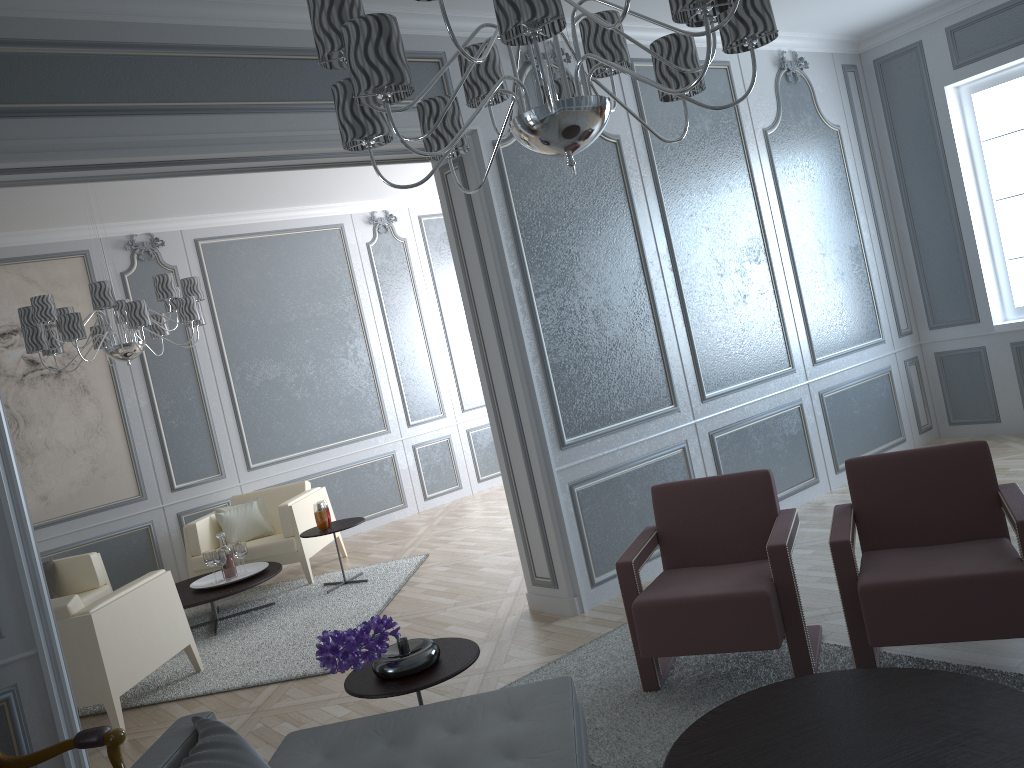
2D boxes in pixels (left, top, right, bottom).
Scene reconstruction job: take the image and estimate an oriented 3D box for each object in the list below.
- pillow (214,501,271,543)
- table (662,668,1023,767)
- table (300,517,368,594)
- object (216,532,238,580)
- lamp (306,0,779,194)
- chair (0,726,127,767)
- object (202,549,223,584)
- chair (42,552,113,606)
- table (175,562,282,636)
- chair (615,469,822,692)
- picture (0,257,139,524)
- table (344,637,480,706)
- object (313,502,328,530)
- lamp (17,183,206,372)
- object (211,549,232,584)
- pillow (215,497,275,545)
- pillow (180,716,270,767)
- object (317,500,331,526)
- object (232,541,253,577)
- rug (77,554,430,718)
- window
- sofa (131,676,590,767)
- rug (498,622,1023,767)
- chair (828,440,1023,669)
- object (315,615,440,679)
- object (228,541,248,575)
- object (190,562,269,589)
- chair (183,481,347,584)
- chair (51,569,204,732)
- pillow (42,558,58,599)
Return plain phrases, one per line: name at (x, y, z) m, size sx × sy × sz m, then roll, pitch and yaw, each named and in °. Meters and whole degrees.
pillow at (-1.886, 0.980, 6.222) m, size 0.312 × 0.245 × 0.163 m, roll -15°, pitch 3°, yaw -43°
table at (0.783, 0.915, 1.923) m, size 0.883 × 0.239 × 0.882 m, roll -13°, pitch 3°, yaw -20°
table at (-1.092, 1.088, 5.608) m, size 0.414 × 0.385 × 0.415 m, roll -12°, pitch 2°, yaw 10°
object at (-1.746, 1.044, 5.405) m, size 0.086 × 0.290 × 0.086 m, roll -13°, pitch 2°, yaw -16°
lamp at (0.007, -1.031, 1.971) m, size 0.975 × 1.119 × 0.978 m, roll -11°, pitch 3°, yaw 41°
chair at (-1.356, 1.071, 2.285) m, size 0.574 × 0.828 × 0.573 m, roll -12°, pitch 2°, yaw 13°
object at (-1.814, 1.108, 5.377) m, size 0.080 × 0.196 × 0.080 m, roll -11°, pitch 2°, yaw 36°
chair at (-2.938, 1.393, 5.303) m, size 0.737 × 0.620 × 0.856 m, roll -12°, pitch 2°, yaw 8°
table at (-1.812, 1.334, 5.374) m, size 0.884 × 0.239 × 0.881 m, roll -15°, pitch 3°, yaw -40°
chair at (0.699, 0.677, 3.058) m, size 0.575 × 0.620 × 0.607 m, roll -12°, pitch 2°, yaw 23°
picture at (-3.341, 0.066, 6.003) m, size 1.201 × 1.750 × 0.001 m, roll -14°, pitch 2°, yaw -37°
table at (-0.258, 1.029, 2.666) m, size 0.413 × 0.385 × 0.415 m, roll -11°, pitch 3°, yaw 40°
object at (-1.202, 0.832, 5.576) m, size 0.075 × 0.165 × 0.075 m, roll -11°, pitch 2°, yaw 42°
lamp at (-2.352, -0.651, 5.134) m, size 0.975 × 1.119 × 0.978 m, roll -11°, pitch 3°, yaw 41°
object at (-1.740, 1.094, 5.315) m, size 0.080 × 0.196 × 0.080 m, roll -14°, pitch 2°, yaw -34°
pillow at (-1.900, 0.980, 6.310) m, size 0.351 × 0.276 × 0.184 m, roll -14°, pitch 2°, yaw -31°
pillow at (-0.465, 0.805, 1.533) m, size 0.253 × 0.354 × 0.422 m, roll -13°, pitch 2°, yaw 0°
object at (-1.201, 0.828, 5.663) m, size 0.075 × 0.165 × 0.075 m, roll -12°, pitch 2°, yaw 12°
object at (-1.645, 1.069, 5.415) m, size 0.080 × 0.196 × 0.080 m, roll -11°, pitch 2°, yaw 36°
rug at (-1.655, 1.429, 5.105) m, size 1.999 × 0.010 × 2.002 m, roll -12°, pitch 3°, yaw 8°
window at (3.514, -1.219, 5.094) m, size 0.350 × 1.581 × 1.598 m, roll -14°, pitch 2°, yaw -37°
sofa at (-0.267, 0.948, 1.307) m, size 0.810 × 0.667 × 2.206 m, roll -12°, pitch 3°, yaw 3°
rug at (0.730, 1.044, 1.920) m, size 2.022 × 0.010 × 3.199 m, roll -15°, pitch 3°, yaw -37°
chair at (1.320, 0.553, 2.758) m, size 0.575 × 0.620 × 0.607 m, roll -12°, pitch 2°, yaw 23°
object at (-0.375, 0.750, 2.544) m, size 0.206 × 0.221 × 0.426 m, roll -12°, pitch 3°, yaw 23°
object at (-1.696, 1.077, 5.481) m, size 0.080 × 0.196 × 0.080 m, roll -11°, pitch 2°, yaw 36°
object at (-1.715, 1.174, 5.397) m, size 0.469 × 0.028 × 0.467 m, roll -14°, pitch 3°, yaw -24°
chair at (-1.743, 1.083, 6.234) m, size 0.854 × 0.620 × 0.738 m, roll -12°, pitch 2°, yaw 8°
chair at (-2.063, 1.252, 4.129) m, size 0.854 × 0.620 × 0.738 m, roll -12°, pitch 2°, yaw 8°
pillow at (-2.991, 1.263, 5.455) m, size 0.351 × 0.276 × 0.184 m, roll -13°, pitch 2°, yaw -21°
